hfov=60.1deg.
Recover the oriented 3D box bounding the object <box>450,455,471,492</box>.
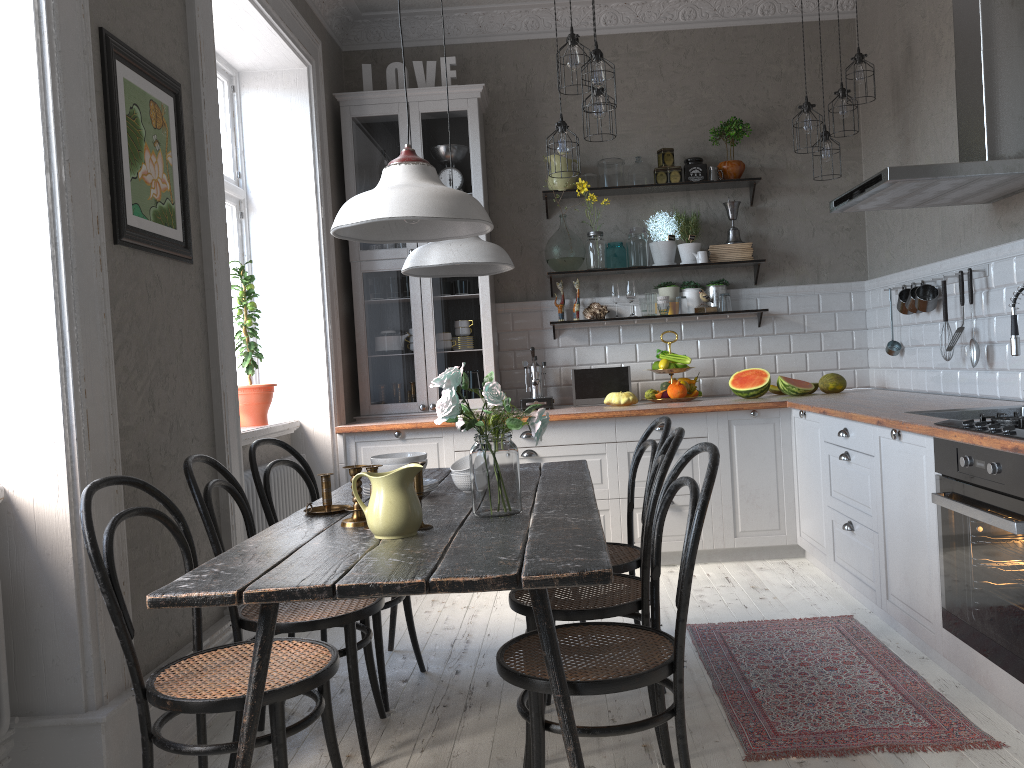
[{"bbox_3d":[-0.137,0.287,2.863,0.123,0.119,0.129,-3,1,18],"label":"object"}]

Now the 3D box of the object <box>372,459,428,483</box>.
[{"bbox_3d":[-0.356,0.294,2.824,0.180,0.094,0.178,-4,1,-7],"label":"object"}]

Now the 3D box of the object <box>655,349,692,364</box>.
[{"bbox_3d":[0.952,-0.162,5.223,0.210,0.101,0.067,-3,1,8],"label":"object"}]

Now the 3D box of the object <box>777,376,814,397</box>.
[{"bbox_3d":[1.619,0.009,5.023,0.227,0.127,0.147,-4,1,-15],"label":"object"}]

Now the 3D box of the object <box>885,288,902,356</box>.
[{"bbox_3d":[2.115,-0.344,4.928,0.077,0.379,0.082,-3,1,2],"label":"object"}]

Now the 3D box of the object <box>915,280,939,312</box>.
[{"bbox_3d":[2.064,-0.439,4.410,0.107,0.161,0.138,-3,1,19],"label":"object"}]

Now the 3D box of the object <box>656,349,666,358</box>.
[{"bbox_3d":[0.884,-0.179,5.228,0.074,0.058,0.050,-4,1,-21],"label":"object"}]

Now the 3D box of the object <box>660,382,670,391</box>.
[{"bbox_3d":[0.942,0.021,5.326,0.077,0.076,0.157,-3,1,29],"label":"object"}]

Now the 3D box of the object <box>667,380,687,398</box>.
[{"bbox_3d":[0.955,0.035,5.129,0.115,0.111,0.109,-4,2,-31],"label":"object"}]

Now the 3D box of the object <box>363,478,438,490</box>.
[{"bbox_3d":[-0.354,0.330,2.825,0.233,0.027,0.241,-3,1,25],"label":"object"}]

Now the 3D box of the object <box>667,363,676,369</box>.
[{"bbox_3d":[0.933,-0.094,5.196,0.063,0.061,0.066,-3,1,2],"label":"object"}]

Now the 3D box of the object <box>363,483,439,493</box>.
[{"bbox_3d":[-0.353,0.338,2.825,0.242,0.027,0.233,-4,1,-30],"label":"object"}]

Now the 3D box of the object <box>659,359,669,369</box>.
[{"bbox_3d":[0.889,-0.114,5.181,0.058,0.069,0.080,-3,1,22],"label":"object"}]

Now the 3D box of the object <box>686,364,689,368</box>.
[{"bbox_3d":[1.033,-0.102,5.259,0.052,0.050,0.049,-3,1,11],"label":"object"}]

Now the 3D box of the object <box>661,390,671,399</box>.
[{"bbox_3d":[0.896,0.072,5.255,0.070,0.076,0.226,-4,1,-15],"label":"object"}]

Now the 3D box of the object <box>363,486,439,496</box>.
[{"bbox_3d":[-0.353,0.347,2.825,0.234,0.027,0.240,-3,1,20],"label":"object"}]

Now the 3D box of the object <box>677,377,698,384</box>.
[{"bbox_3d":[1.047,-0.013,5.275,0.127,0.056,0.059,-4,1,-6],"label":"object"}]

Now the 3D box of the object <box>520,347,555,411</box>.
[{"bbox_3d":[0.138,-0.032,5.214,0.205,0.370,0.353,-3,1,3],"label":"object"}]

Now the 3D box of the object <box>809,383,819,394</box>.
[{"bbox_3d":[1.729,0.025,5.196,0.204,0.073,0.118,-4,2,-35],"label":"object"}]

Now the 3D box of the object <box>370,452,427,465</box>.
[{"bbox_3d":[-0.358,0.274,2.823,0.180,0.094,0.178,-4,1,-7],"label":"object"}]

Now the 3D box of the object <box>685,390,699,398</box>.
[{"bbox_3d":[1.050,0.063,5.196,0.069,0.051,0.088,-4,2,-40],"label":"object"}]

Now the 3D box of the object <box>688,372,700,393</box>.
[{"bbox_3d":[1.074,-0.008,5.267,0.060,0.120,0.127,-3,1,26],"label":"object"}]

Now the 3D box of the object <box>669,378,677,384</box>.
[{"bbox_3d":[0.972,0.008,5.318,0.085,0.093,0.086,-3,1,-2],"label":"object"}]

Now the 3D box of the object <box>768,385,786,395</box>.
[{"bbox_3d":[1.616,0.033,5.295,0.198,0.067,0.103,-3,1,8],"label":"object"}]

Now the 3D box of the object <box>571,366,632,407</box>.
[{"bbox_3d":[0.536,0.015,5.296,0.351,0.226,0.088,-3,1,1],"label":"object"}]

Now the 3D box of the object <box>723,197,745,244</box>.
[{"bbox_3d":[1.352,-0.993,5.420,0.132,0.287,0.129,-4,1,-13],"label":"object"}]

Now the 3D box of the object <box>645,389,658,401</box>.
[{"bbox_3d":[0.841,0.062,5.276,0.075,0.072,0.154,-3,1,32],"label":"object"}]

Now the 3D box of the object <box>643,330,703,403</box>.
[{"bbox_3d":[0.942,-0.105,5.251,0.355,0.425,0.348,-4,1,-13],"label":"object"}]

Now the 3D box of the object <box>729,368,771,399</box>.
[{"bbox_3d":[1.363,-0.001,5.077,0.232,0.174,0.221,-3,1,24],"label":"object"}]

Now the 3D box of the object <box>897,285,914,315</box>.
[{"bbox_3d":[2.088,-0.445,4.665,0.107,0.161,0.138,-3,1,14],"label":"object"}]

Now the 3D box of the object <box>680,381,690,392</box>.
[{"bbox_3d":[0.999,0.020,5.204,0.087,0.078,0.089,-3,1,29],"label":"object"}]

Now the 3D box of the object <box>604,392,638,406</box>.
[{"bbox_3d":[0.625,0.085,5.094,0.196,0.083,0.189,-3,1,3],"label":"object"}]

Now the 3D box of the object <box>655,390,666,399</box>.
[{"bbox_3d":[0.879,0.064,5.239,0.084,0.057,0.090,-3,2,34],"label":"object"}]

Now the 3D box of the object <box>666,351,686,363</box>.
[{"bbox_3d":[0.984,-0.155,5.291,0.178,0.096,0.089,-3,1,22],"label":"object"}]

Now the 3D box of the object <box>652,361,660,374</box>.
[{"bbox_3d":[0.880,-0.099,5.257,0.096,0.078,0.100,-4,1,-11],"label":"object"}]

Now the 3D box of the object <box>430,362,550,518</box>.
[{"bbox_3d":[-0.052,0.145,2.361,0.312,0.414,0.251,-3,1,0],"label":"object"}]

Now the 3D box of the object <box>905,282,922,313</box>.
[{"bbox_3d":[2.081,-0.442,4.536,0.108,0.161,0.137,-3,1,4],"label":"object"}]

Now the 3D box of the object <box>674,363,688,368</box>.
[{"bbox_3d":[0.990,-0.097,5.230,0.077,0.062,0.099,-4,1,-25],"label":"object"}]

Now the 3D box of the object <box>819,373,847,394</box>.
[{"bbox_3d":[1.861,-0.004,5.144,0.208,0.119,0.129,-4,2,-35],"label":"object"}]

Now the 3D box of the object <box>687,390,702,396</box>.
[{"bbox_3d":[1.040,0.052,5.318,0.212,0.044,0.055,-2,2,40],"label":"object"}]

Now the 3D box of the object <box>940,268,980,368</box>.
[{"bbox_3d":[2.028,-0.295,4.044,0.081,0.443,0.329,-3,1,4],"label":"object"}]
